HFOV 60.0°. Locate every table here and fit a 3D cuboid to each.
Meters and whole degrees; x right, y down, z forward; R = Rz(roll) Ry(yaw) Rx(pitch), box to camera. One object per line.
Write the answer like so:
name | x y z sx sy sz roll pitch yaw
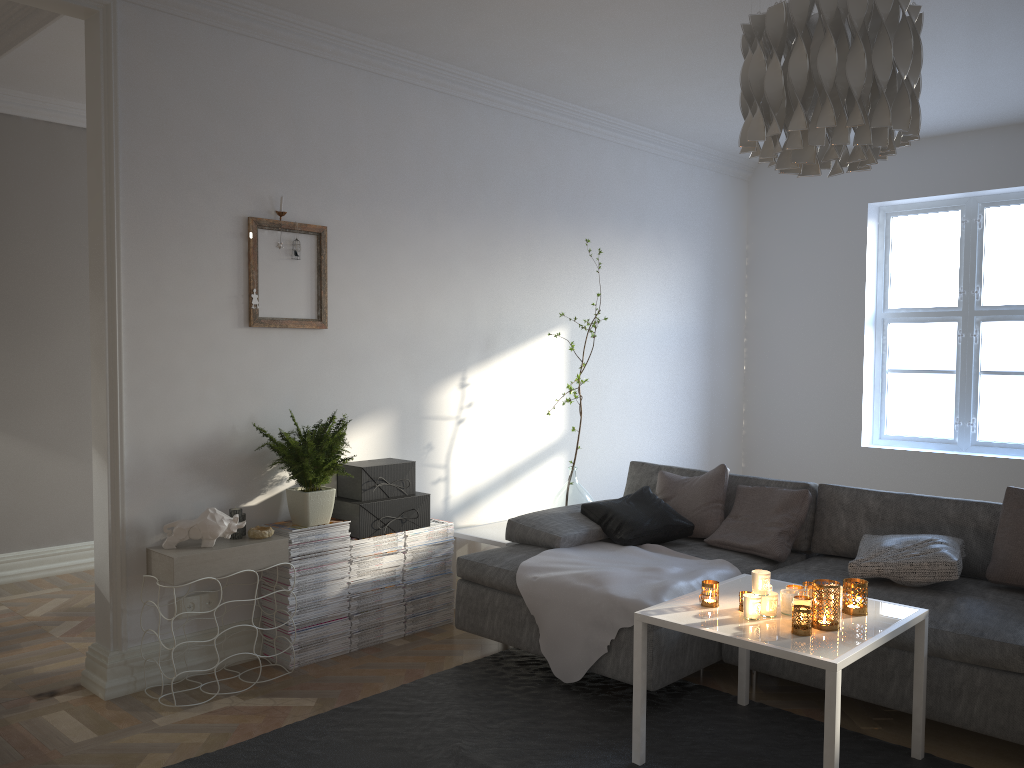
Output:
table | -0.690 0.941 4.125 0.246 0.499 0.327 3 4 44
table | -0.473 0.934 4.353 0.246 0.499 0.327 3 4 44
table | -0.032 0.974 4.647 0.422 0.412 0.437 3 3 44
table | -0.903 0.899 3.899 0.246 0.597 0.321 3 4 44
table | -1.174 0.921 3.563 0.298 0.576 0.553 3 4 44
table | 0.885 0.995 2.916 0.674 0.505 0.715 3 3 44

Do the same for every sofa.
sofa | 1.206 0.864 3.657 2.631 0.773 1.554 2 3 44

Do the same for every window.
window | 3.083 -0.398 6.007 1.200 1.711 0.077 3 4 44

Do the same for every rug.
rug | 0.145 1.239 2.723 2.014 0.055 2.110 2 3 43

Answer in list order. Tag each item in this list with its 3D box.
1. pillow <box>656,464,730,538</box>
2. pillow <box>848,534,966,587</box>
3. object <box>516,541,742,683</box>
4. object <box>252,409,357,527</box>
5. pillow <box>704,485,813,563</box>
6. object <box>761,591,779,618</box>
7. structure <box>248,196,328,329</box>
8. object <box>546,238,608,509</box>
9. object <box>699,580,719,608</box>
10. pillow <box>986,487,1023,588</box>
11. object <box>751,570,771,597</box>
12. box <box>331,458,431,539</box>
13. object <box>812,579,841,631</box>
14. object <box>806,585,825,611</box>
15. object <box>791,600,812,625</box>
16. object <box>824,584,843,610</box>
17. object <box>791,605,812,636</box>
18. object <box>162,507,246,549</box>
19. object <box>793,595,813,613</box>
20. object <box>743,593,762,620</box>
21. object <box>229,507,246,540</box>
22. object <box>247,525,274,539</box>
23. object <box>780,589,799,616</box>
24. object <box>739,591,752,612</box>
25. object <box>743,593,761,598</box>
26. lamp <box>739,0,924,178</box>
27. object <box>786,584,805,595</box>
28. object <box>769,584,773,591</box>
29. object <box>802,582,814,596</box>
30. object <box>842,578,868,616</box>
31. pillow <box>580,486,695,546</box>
pillow | 0.912 0.598 4.492 0.429 0.403 0.324 2 3 31
pillow | 1.591 0.709 3.564 0.404 0.194 0.405 2 3 30
object | 0.465 0.963 3.763 0.811 0.437 0.725 2 3 42
object | -0.876 0.368 3.847 0.368 0.527 0.438 3 4 44
pillow | 1.160 0.640 4.180 0.337 0.311 0.414 -2 3 -41
object | 0.825 0.708 2.850 0.060 0.073 0.060 1 3 24
structure | -0.984 -0.536 3.924 0.053 0.575 0.398 3 4 41
object | 0.356 0.021 4.779 0.340 1.676 0.775 1 3 3
object | 0.662 0.701 2.961 0.060 0.079 0.060 2 3 38
pillow | 2.071 0.611 3.385 0.426 0.390 0.242 3 4 44
object | 0.794 0.636 2.830 0.060 0.073 0.060 -1 3 -30
box | -0.607 0.531 4.186 0.298 0.316 0.419 3 3 44
object | 0.967 0.680 2.730 0.087 0.140 0.090 1 3 14
object | 1.000 0.707 2.923 0.060 0.073 0.060 -1 3 -21
object | 0.894 0.713 2.740 0.060 0.073 0.060 2 3 32
object | 1.065 0.707 2.941 0.060 0.073 0.060 1 3 6
object | 0.873 0.712 2.672 0.060 0.079 0.060 2 3 34
object | -1.208 0.562 3.489 0.311 0.150 0.137 0 3 -16
object | 0.918 0.711 2.800 0.060 0.073 0.060 2 3 32
object | 0.764 0.709 2.822 0.060 0.073 0.060 1 3 24
object | -1.135 0.564 3.654 0.062 0.134 0.123 0 3 -5
object | -1.032 0.609 3.646 0.104 0.046 0.099 0 2 0
object | 0.900 0.708 2.874 0.060 0.073 0.060 0 3 0
object | 0.769 0.714 2.906 0.050 0.058 0.052 1 3 13
object | 0.764 0.706 2.822 0.056 0.067 0.056 1 3 6
lamp | 0.652 -0.976 1.802 0.354 1.066 0.354 0 3 -4
object | 0.935 0.706 2.930 0.060 0.073 0.060 -1 3 -21
object | 0.834 0.705 2.947 0.060 0.073 0.060 -1 3 -21
object | 1.005 0.707 3.001 0.047 0.068 0.054 1 3 4
object | 1.118 0.693 2.888 0.080 0.104 0.080 2 3 34
pillow | 0.604 0.650 4.301 0.421 0.248 0.401 -1 3 -26
